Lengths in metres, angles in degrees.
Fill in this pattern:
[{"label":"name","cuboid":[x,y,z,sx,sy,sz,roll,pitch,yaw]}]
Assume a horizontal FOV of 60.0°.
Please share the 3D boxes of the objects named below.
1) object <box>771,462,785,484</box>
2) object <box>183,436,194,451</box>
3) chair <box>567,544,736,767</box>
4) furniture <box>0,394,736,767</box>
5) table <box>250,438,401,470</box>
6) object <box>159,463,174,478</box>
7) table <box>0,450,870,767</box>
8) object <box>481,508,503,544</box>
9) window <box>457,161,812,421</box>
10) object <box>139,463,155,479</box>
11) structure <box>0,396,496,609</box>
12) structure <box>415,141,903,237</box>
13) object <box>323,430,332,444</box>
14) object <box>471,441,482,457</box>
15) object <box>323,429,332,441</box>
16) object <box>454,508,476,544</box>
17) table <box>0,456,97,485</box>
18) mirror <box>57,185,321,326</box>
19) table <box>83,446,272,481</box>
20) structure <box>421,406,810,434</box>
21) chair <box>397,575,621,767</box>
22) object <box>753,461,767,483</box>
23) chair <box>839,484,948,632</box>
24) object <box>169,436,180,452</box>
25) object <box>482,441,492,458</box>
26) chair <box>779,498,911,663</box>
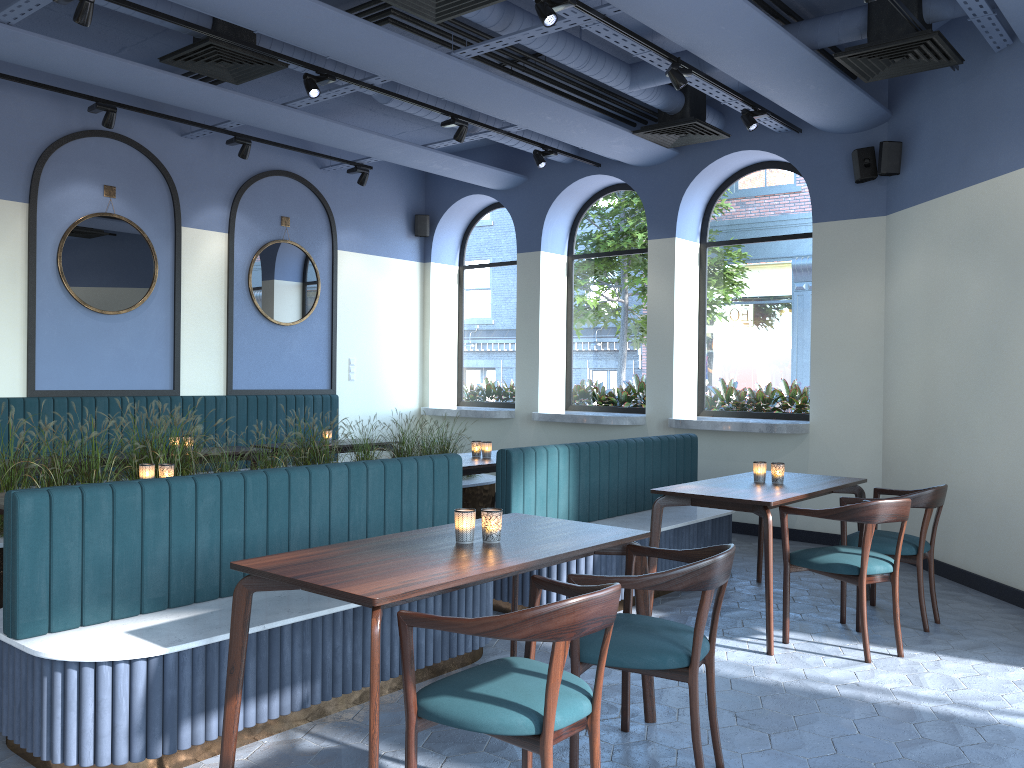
[{"label":"object","cuboid":[1.560,0.523,5.205,0.078,0.120,0.078,0,1,-33]},{"label":"object","cuboid":[-2.475,0.459,6.778,0.078,0.120,0.078,1,0,23]},{"label":"chair","cuboid":[0.501,0.946,3.097,0.525,0.793,0.618,1,1,26]},{"label":"furniture","cuboid":[-1.606,0.716,6.044,4.703,1.150,4.800,1,1,40]},{"label":"table","cuboid":[-1.626,0.899,7.843,0.548,0.755,1.332,1,1,40]},{"label":"object","cuboid":[-1.829,0.484,4.692,0.078,0.120,0.078,1,0,23]},{"label":"table","cuboid":[-1.210,0.946,2.586,3.997,0.755,9.778,1,0,23]},{"label":"object","cuboid":[-0.074,0.518,3.239,0.078,0.120,0.078,1,0,23]},{"label":"window","cuboid":[1.264,-0.840,3.594,3.897,2.394,14.212,1,0,0]},{"label":"object","cuboid":[-1.925,0.483,4.678,0.078,0.120,0.078,1,0,23]},{"label":"structure","cuboid":[-1.867,0.682,6.261,1.143,1.207,4.878,1,1,41]},{"label":"structure","cuboid":[-2.241,-1.788,3.732,7.261,0.268,13.143,1,0,23]},{"label":"object","cuboid":[-1.620,0.462,7.771,0.078,0.120,0.078,1,0,23]},{"label":"object","cuboid":[-0.266,0.488,6.656,0.078,0.120,0.078,0,1,-33]},{"label":"object","cuboid":[-1.634,0.461,7.868,0.078,0.120,0.078,1,0,23]},{"label":"object","cuboid":[-0.171,0.517,3.225,0.078,0.120,0.078,1,0,23]},{"label":"table","cuboid":[-3.398,0.893,5.703,0.548,0.755,1.285,1,1,40]},{"label":"mirror","cuboid":[-3.378,-1.131,7.518,0.026,1.089,4.357,1,1,40]},{"label":"table","cuboid":[-2.519,0.896,6.765,0.548,0.755,1.332,1,1,40]},{"label":"structure","cuboid":[1.028,0.384,3.587,4.315,0.080,14.155,1,0,1]},{"label":"chair","cuboid":[0.038,0.945,2.540,0.525,0.793,0.618,1,1,39]},{"label":"object","cuboid":[1.469,0.522,5.259,0.078,0.120,0.078,0,1,-33]},{"label":"chair","cuboid":[2.179,0.952,5.052,0.525,0.793,0.618,1,1,39]},{"label":"object","cuboid":[-2.572,0.458,6.764,0.078,0.120,0.078,1,0,23]},{"label":"object","cuboid":[-0.187,0.490,6.597,0.078,0.120,0.078,0,1,-33]},{"label":"chair","cuboid":[1.741,0.951,4.523,0.618,0.793,0.525,1,1,-26]}]
